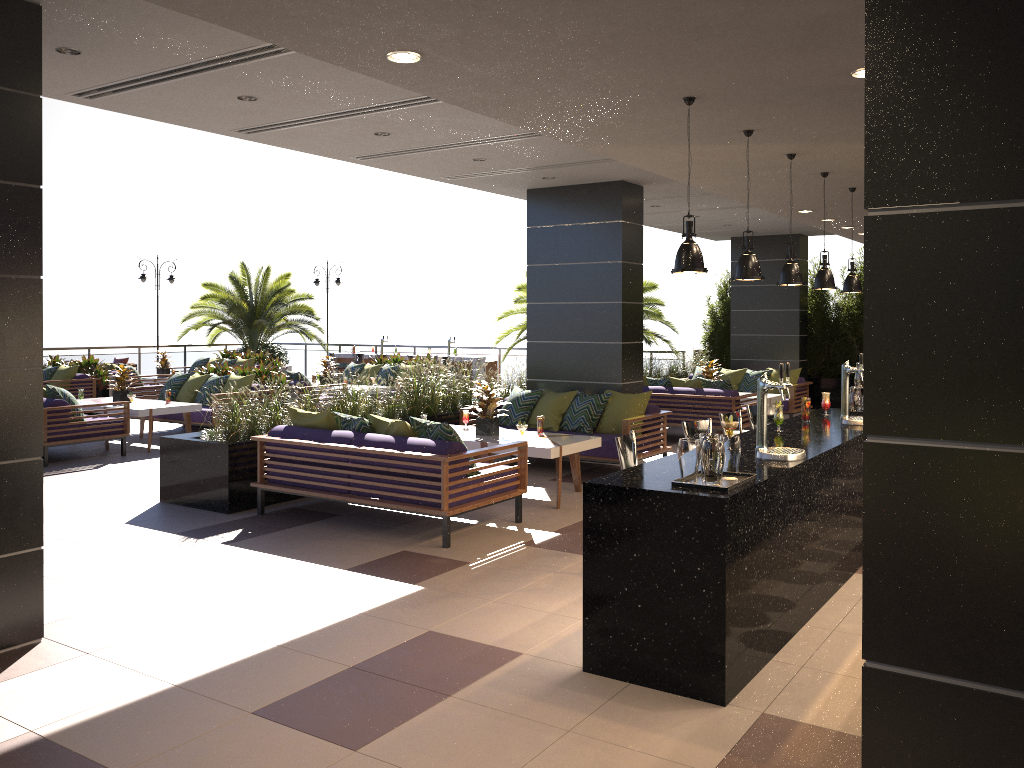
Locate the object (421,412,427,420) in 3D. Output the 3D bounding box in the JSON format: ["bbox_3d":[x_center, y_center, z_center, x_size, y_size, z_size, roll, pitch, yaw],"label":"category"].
[{"bbox_3d":[-0.873,0.383,8.759,0.069,0.211,0.069,0,1,16],"label":"object"}]

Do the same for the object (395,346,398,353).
[{"bbox_3d":[-2.656,-0.772,20.268,0.069,0.211,0.069,0,1,16],"label":"object"}]

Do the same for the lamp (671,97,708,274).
[{"bbox_3d":[0.875,-0.978,4.365,0.163,0.864,0.163,0,1,-14],"label":"lamp"}]

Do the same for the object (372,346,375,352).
[{"bbox_3d":[-3.243,-0.785,20.656,0.069,0.181,0.069,0,1,6],"label":"object"}]

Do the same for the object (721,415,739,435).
[{"bbox_3d":[1.316,0.285,5.348,0.106,0.197,0.106,-1,1,-29],"label":"object"}]

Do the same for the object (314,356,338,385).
[{"bbox_3d":[-3.176,-0.225,15.155,0.430,0.526,0.425,-2,3,-44],"label":"object"}]

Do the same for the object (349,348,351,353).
[{"bbox_3d":[-3.953,-0.770,21.676,0.105,0.209,0.105,0,1,8],"label":"object"}]

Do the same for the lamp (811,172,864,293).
[{"bbox_3d":[2.555,-1.153,6.906,0.192,0.863,1.082,1,2,33],"label":"lamp"}]

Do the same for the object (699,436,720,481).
[{"bbox_3d":[0.943,0.358,4.219,0.105,0.209,0.105,1,2,38],"label":"object"}]

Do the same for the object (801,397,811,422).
[{"bbox_3d":[2.233,0.193,6.743,0.084,0.189,0.067,-1,1,-32],"label":"object"}]

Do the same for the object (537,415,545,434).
[{"bbox_3d":[0.282,0.400,8.703,0.067,0.189,0.084,0,1,-32],"label":"object"}]

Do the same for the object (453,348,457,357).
[{"bbox_3d":[-1.246,-0.698,19.332,0.069,0.197,0.082,0,1,-20],"label":"object"}]

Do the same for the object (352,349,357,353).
[{"bbox_3d":[-3.818,-0.754,21.453,0.105,0.209,0.105,0,1,8],"label":"object"}]

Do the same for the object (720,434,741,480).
[{"bbox_3d":[1.052,0.354,4.277,0.105,0.209,0.105,1,2,38],"label":"object"}]

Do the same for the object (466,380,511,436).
[{"bbox_3d":[-0.254,0.234,8.664,0.425,0.526,0.430,-2,3,-44],"label":"object"}]

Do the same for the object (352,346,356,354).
[{"bbox_3d":[-3.748,-0.813,20.985,0.067,0.189,0.084,0,1,-32],"label":"object"}]

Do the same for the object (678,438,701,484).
[{"bbox_3d":[0.829,0.363,4.142,0.105,0.209,0.105,1,2,38],"label":"object"}]

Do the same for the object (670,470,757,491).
[{"bbox_3d":[0.963,0.454,4.201,0.273,0.018,0.437,3,5,33],"label":"object"}]

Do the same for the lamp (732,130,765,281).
[{"bbox_3d":[1.364,-1.029,5.104,0.163,0.864,0.163,0,1,-14],"label":"lamp"}]

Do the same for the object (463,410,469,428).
[{"bbox_3d":[-0.483,0.365,9.251,0.069,0.181,0.069,0,1,16],"label":"object"}]

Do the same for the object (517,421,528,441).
[{"bbox_3d":[0.094,0.434,8.150,0.106,0.197,0.106,-1,1,-29],"label":"object"}]

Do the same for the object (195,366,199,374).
[{"bbox_3d":[-6.286,-0.248,17.658,0.069,0.211,0.069,0,1,21],"label":"object"}]

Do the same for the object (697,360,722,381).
[{"bbox_3d":[3.079,-0.115,13.713,0.425,0.526,0.430,-1,2,-39],"label":"object"}]

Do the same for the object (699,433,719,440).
[{"bbox_3d":[0.968,0.349,4.346,0.105,0.209,0.105,1,2,38],"label":"object"}]

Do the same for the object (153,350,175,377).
[{"bbox_3d":[-6.950,-0.404,17.636,0.425,0.526,0.430,-1,2,-29],"label":"object"}]

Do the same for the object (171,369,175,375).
[{"bbox_3d":[-6.533,-0.197,17.080,0.067,0.189,0.084,0,1,-27],"label":"object"}]

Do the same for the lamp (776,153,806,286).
[{"bbox_3d":[1.837,-1.078,5.820,0.163,0.864,0.163,0,1,-14],"label":"lamp"}]

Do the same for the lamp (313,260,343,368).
[{"bbox_3d":[-5.000,-1.695,23.998,1.122,3.325,0.264,1,1,33],"label":"lamp"}]

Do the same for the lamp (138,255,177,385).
[{"bbox_3d":[-8.894,-1.577,22.224,0.264,3.325,1.123,0,1,33],"label":"lamp"}]

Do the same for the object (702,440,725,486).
[{"bbox_3d":[0.928,0.367,4.084,0.105,0.209,0.105,1,2,38],"label":"object"}]

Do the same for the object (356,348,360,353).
[{"bbox_3d":[-3.748,-0.760,21.536,0.105,0.209,0.105,0,1,8],"label":"object"}]

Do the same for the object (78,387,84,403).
[{"bbox_3d":[-5.864,0.146,12.042,0.069,0.211,0.069,0,1,21],"label":"object"}]

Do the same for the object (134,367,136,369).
[{"bbox_3d":[-7.554,-0.238,17.716,0.069,0.181,0.069,0,1,21],"label":"object"}]

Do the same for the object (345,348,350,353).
[{"bbox_3d":[-4.010,-0.763,21.576,0.105,0.209,0.105,0,1,8],"label":"object"}]

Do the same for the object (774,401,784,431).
[{"bbox_3d":[1.861,0.221,6.173,0.069,0.211,0.069,0,1,16],"label":"object"}]

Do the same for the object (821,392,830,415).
[{"bbox_3d":[2.570,0.162,7.246,0.069,0.181,0.069,0,1,6],"label":"object"}]
